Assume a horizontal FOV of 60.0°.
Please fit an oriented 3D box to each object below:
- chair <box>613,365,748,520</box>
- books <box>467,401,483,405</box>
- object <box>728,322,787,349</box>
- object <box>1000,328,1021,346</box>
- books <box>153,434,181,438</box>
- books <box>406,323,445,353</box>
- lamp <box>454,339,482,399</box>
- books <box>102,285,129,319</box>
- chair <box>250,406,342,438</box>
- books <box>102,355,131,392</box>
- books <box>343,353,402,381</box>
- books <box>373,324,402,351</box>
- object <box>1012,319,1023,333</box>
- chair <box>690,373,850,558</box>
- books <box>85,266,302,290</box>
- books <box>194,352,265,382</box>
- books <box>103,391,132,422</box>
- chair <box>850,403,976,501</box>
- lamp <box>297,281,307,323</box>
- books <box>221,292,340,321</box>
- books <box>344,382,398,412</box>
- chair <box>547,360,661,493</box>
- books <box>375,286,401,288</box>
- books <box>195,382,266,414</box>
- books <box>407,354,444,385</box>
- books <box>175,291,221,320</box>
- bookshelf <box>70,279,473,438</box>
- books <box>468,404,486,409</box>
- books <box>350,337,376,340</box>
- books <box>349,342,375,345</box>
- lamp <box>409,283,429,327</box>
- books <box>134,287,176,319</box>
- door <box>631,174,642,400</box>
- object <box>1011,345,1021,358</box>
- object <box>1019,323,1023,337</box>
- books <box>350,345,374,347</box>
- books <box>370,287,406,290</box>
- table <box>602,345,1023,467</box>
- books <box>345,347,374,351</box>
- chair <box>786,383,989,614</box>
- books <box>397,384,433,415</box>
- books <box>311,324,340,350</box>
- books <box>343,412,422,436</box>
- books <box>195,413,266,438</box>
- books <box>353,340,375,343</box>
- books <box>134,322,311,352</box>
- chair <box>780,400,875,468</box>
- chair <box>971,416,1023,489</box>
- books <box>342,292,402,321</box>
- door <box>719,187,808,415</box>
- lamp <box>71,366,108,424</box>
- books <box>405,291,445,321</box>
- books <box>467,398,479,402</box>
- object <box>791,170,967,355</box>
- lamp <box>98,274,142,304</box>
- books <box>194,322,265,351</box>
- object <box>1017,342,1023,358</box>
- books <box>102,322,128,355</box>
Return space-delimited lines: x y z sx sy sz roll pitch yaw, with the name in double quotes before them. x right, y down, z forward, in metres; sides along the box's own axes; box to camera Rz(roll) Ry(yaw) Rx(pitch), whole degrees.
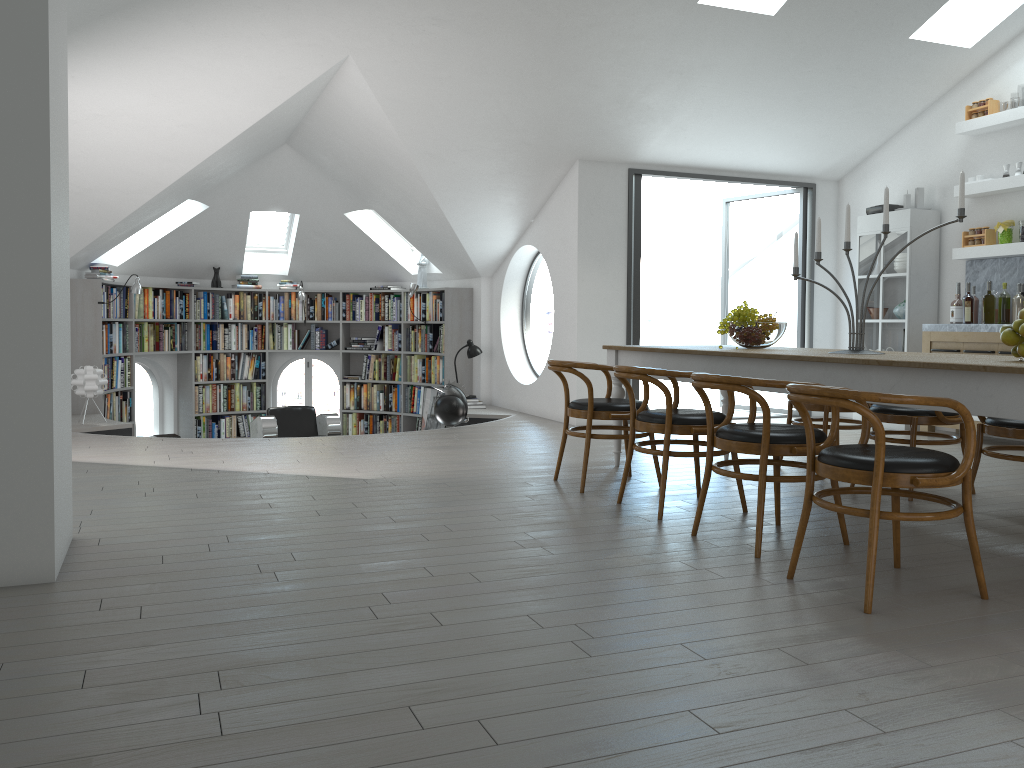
"chair" 0.818 0.270 4.507 0.621 0.734 0.528 -1 3 -22
"books" -0.528 0.206 9.941 0.286 0.034 0.305 -2 4 -32
"object" 1.446 -0.288 5.266 0.360 0.159 0.360 -3 5 -41
"object" 1.985 -0.185 3.529 0.070 0.072 0.071 2 3 33
"books" -4.149 0.664 10.651 0.318 0.099 0.292 -1 4 -20
"books" -0.943 -0.560 10.830 0.279 0.358 1.053 -2 4 -36
"lamp" -0.490 -0.170 9.935 0.322 0.659 0.234 0 2 -6
"books" -4.378 -0.876 9.442 0.300 0.361 1.034 0 4 -6
"chair" -2.331 0.619 9.529 0.823 0.719 0.742 -1 3 -27
"books" -4.353 -0.112 9.465 0.260 0.359 1.021 0 4 -5
"books" -1.691 -0.222 11.401 0.974 0.352 0.252 2 3 21
"books" -1.496 -0.598 11.341 0.553 0.350 0.256 2 3 25
"object" 2.011 -0.229 3.507 0.058 0.057 0.053 0 3 -7
"chair" 1.073 0.318 3.826 0.621 0.734 0.528 -1 3 -27
"books" -3.808 -1.254 10.636 0.748 0.173 2.816 3 5 39
"books" -3.591 -0.221 11.190 0.998 0.351 0.297 -2 4 -38
"books" -4.321 0.457 9.225 0.390 0.695 1.643 0 4 -12
"chair" 2.327 0.245 5.056 0.621 0.734 0.528 -1 3 -25
"lamp" -2.670 -1.023 11.258 0.113 0.566 0.358 0 3 -15
"books" -2.971 -1.001 11.427 1.566 0.366 0.394 -1 3 -16
"books" -1.770 0.157 11.455 0.872 0.350 0.272 2 3 20
"chair" 0.511 0.224 5.167 0.621 0.734 0.528 -1 3 -18
"books" -1.595 -1.247 11.404 0.247 0.027 0.233 4 5 41
"books" -3.583 0.165 11.214 1.032 0.357 0.293 -2 4 -37
"books" -0.937 -0.176 10.843 0.275 0.347 1.021 -2 4 -37
"books" -3.916 -0.963 10.916 0.683 0.346 0.265 -3 4 -45
"bookshelf" -2.862 -0.222 10.657 4.333 1.878 2.111 -1 3 -22
"books" -0.528 0.242 9.942 0.365 0.042 0.388 -1 4 -22
"books" -1.918 -0.589 11.542 0.269 0.031 0.286 -3 5 -42
"books" -1.919 -0.526 11.545 0.286 0.031 0.269 2 4 28
"lamp" -1.107 -0.953 10.673 0.275 0.525 0.112 -1 3 -31
"books" -4.267 -0.938 10.331 0.269 0.372 0.793 1 4 22
"door" 0.993 -0.846 8.921 0.080 2.344 1.052 0 3 -22
"object" 2.034 -0.130 3.561 0.050 0.050 0.051 -1 3 -18
"object" 2.009 -0.208 3.451 0.062 0.063 0.063 2 3 31
"books" -1.919 -0.496 11.546 0.286 0.031 0.269 1 4 13
"books" -1.595 -1.218 11.405 0.336 0.036 0.317 3 4 31
"table" 1.687 0.241 4.512 1.018 0.798 3.353 -1 4 -22
"books" -1.919 -0.463 11.547 0.388 0.042 0.366 2 4 18
"chair" 1.277 0.365 3.130 0.621 0.734 0.528 -1 3 -19
"books" -0.994 0.201 10.902 0.304 0.358 1.185 -2 4 -41
"books" -2.404 -0.614 11.551 0.399 0.340 0.224 0 3 -2
"books" -1.532 0.534 11.313 1.497 0.311 0.360 3 4 30
"books" -3.597 0.529 11.213 1.019 0.306 0.288 -2 4 -37
"books" -1.919 -0.558 11.544 0.226 0.036 0.214 2 4 28
"books" -3.663 -0.578 10.940 2.530 0.370 0.591 -3 5 -41
"chair" 2.115 0.197 5.751 0.621 0.734 0.528 -1 3 -22
"chair" 2.653 0.291 4.403 0.621 0.734 0.528 -1 3 -19
"books" -1.744 -0.992 11.409 0.969 0.367 0.306 2 3 22
"door" 2.695 -0.877 9.574 0.080 2.344 1.052 -1 3 -37
"lamp" -3.889 0.096 8.149 0.305 0.524 0.306 -1 3 -33
"books" -0.947 -0.945 10.825 0.293 0.362 1.015 -2 4 -39
"books" -0.528 0.173 9.940 0.269 0.031 0.286 0 4 -12
"object" 1.764 -0.581 4.330 0.775 0.874 0.266 3 3 42
"lamp" -4.021 -0.974 9.093 0.414 0.311 0.117 -1 3 -25
"books" -3.613 -0.602 11.210 1.028 0.359 0.301 -2 4 -36
"object" 2.025 -0.133 3.491 0.063 0.063 0.064 0 3 -11
"books" -4.396 -0.490 9.473 0.303 0.347 1.089 0 4 -6
